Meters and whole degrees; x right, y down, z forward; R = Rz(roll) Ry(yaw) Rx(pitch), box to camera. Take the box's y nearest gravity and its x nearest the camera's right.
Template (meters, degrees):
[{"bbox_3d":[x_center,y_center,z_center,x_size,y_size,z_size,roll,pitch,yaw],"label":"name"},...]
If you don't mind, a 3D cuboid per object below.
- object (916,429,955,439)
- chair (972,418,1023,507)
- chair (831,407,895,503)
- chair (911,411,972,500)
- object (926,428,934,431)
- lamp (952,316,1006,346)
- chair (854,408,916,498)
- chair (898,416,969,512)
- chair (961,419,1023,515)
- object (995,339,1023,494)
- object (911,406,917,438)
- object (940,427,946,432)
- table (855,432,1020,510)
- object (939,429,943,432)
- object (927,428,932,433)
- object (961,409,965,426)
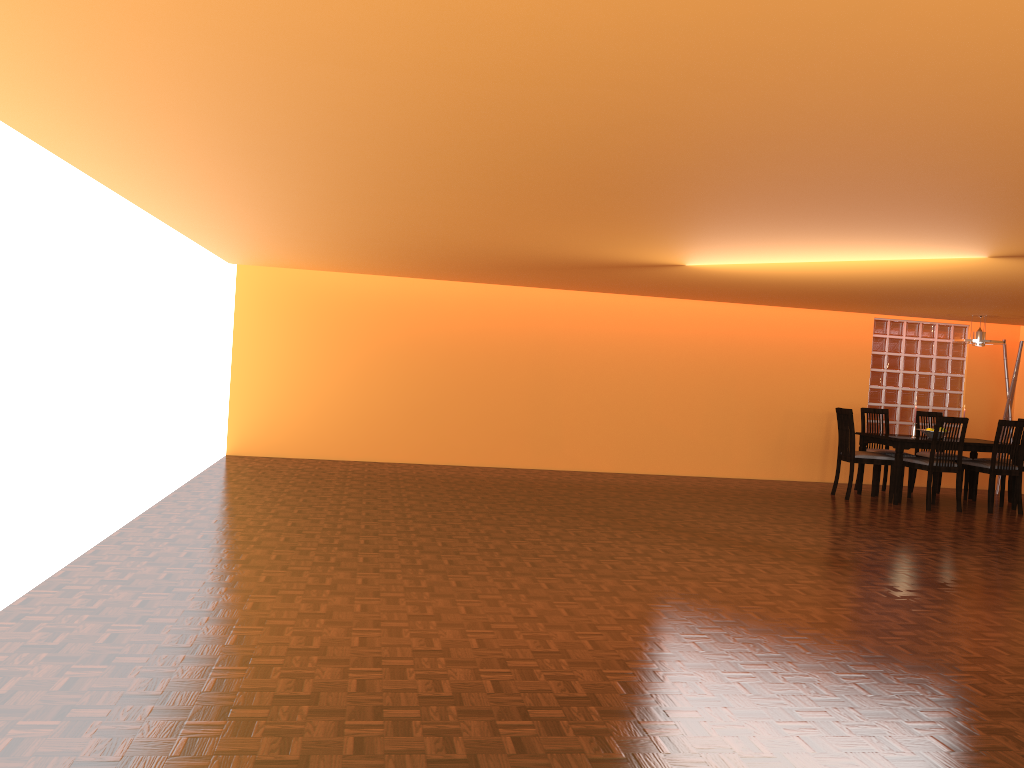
[{"bbox_3d":[3.840,0.459,8.053,0.337,0.072,0.337,2,2,-43],"label":"object"},{"bbox_3d":[4.594,0.720,8.188,0.465,0.809,0.373,3,1,-14],"label":"chair"},{"bbox_3d":[3.150,0.632,7.967,0.465,0.809,0.373,4,1,-4],"label":"chair"},{"bbox_3d":[4.096,0.680,8.506,0.373,0.809,0.465,3,1,-9],"label":"chair"},{"bbox_3d":[3.809,0.441,8.078,0.087,0.076,0.089,4,1,-3],"label":"object"},{"bbox_3d":[4.259,-0.483,8.074,0.435,0.274,0.435,4,1,13],"label":"lamp"},{"bbox_3d":[3.527,0.645,8.416,0.373,0.809,0.465,3,1,-9],"label":"chair"},{"bbox_3d":[3.644,0.671,7.659,0.373,0.809,0.465,3,1,-9],"label":"chair"},{"bbox_3d":[4.213,0.706,7.749,0.373,0.809,0.465,3,1,-9],"label":"chair"},{"bbox_3d":[5.081,0.342,9.058,0.226,1.589,0.308,4,1,13],"label":"object"},{"bbox_3d":[3.603,0.319,7.929,0.044,0.326,0.044,3,1,-20],"label":"object"},{"bbox_3d":[3.913,0.427,8.066,0.069,0.066,0.069,4,1,1],"label":"object"},{"bbox_3d":[3.861,0.789,8.055,1.259,0.584,0.697,3,1,-9],"label":"table"},{"bbox_3d":[3.870,0.439,7.999,0.066,0.070,0.055,3,2,-28],"label":"object"},{"bbox_3d":[3.763,0.420,7.997,0.055,0.046,0.046,3,2,-26],"label":"object"},{"bbox_3d":[4.124,0.349,8.096,0.044,0.326,0.044,3,1,-20],"label":"object"}]
